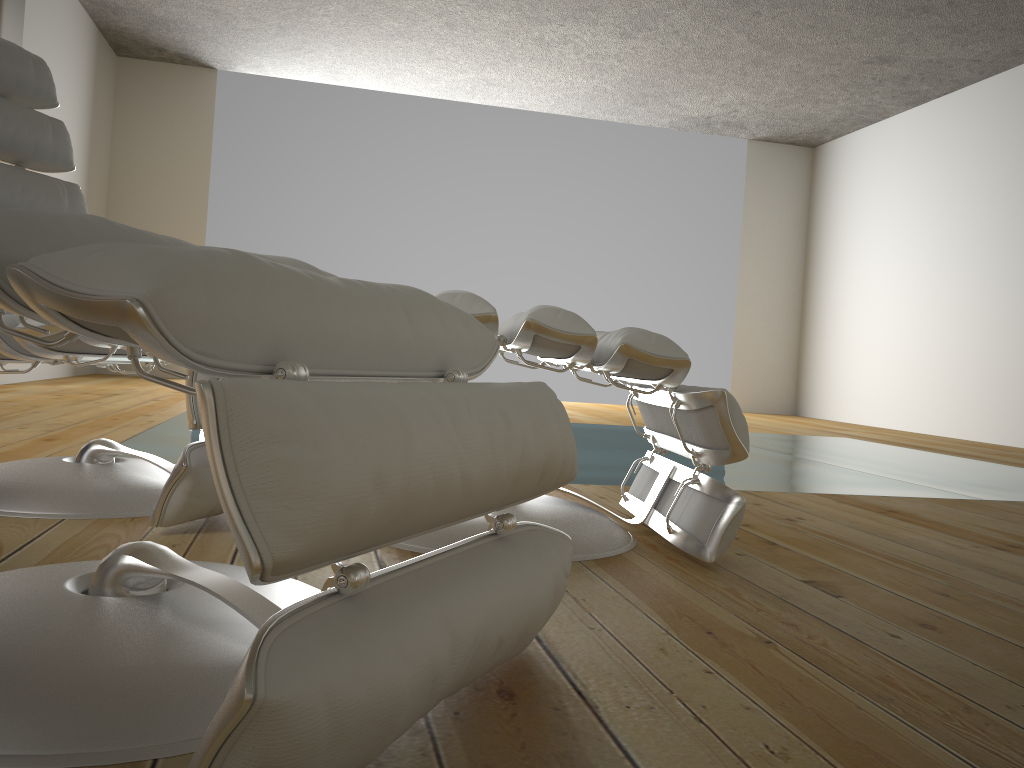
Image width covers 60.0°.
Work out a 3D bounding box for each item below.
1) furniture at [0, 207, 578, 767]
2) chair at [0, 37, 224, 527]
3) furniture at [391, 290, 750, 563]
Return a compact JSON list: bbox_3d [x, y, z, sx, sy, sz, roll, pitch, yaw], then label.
[{"bbox_3d":[-0.328,0.058,0.893,0.686,0.439,0.569,4,1,23],"label":"furniture"},{"bbox_3d":[-0.832,-0.267,1.783,0.914,0.969,0.569,4,0,13],"label":"chair"},{"bbox_3d":[0.044,0.062,1.703,0.686,0.439,0.570,4,1,-6],"label":"furniture"}]
